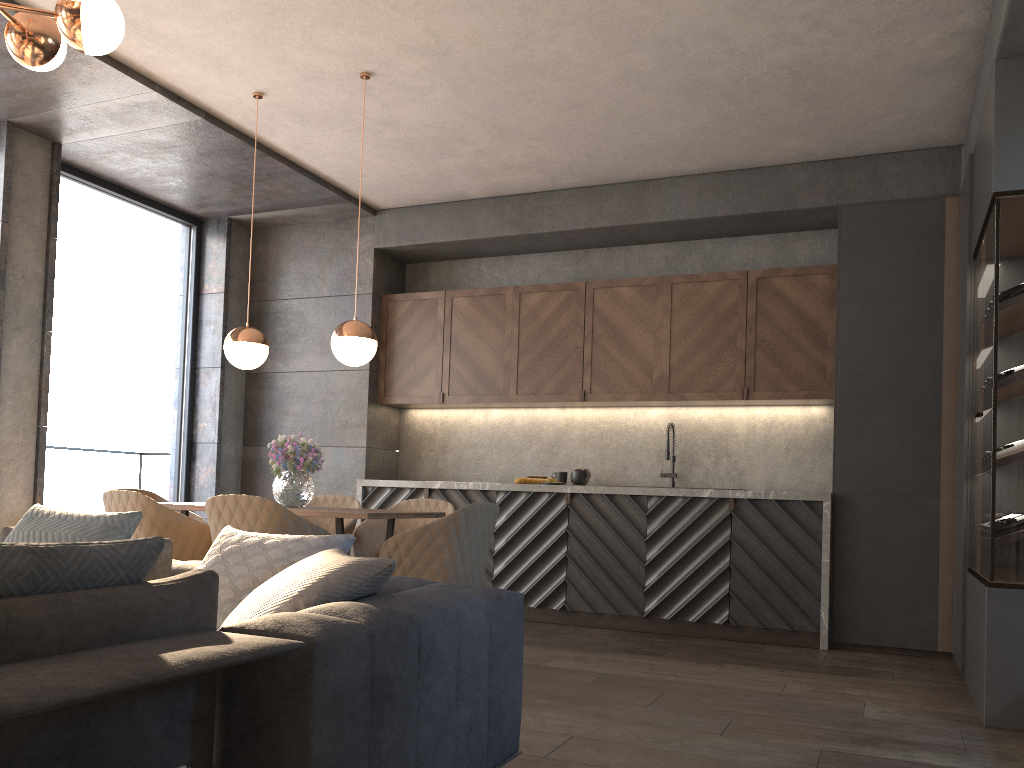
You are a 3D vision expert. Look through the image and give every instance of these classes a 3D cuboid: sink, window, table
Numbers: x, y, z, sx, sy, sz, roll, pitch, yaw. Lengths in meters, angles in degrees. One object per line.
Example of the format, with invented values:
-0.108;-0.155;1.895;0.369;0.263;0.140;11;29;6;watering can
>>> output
1.135;0.528;6.087;0.962;0.544;0.463;-1;-5;23;sink
-4.003;-0.293;3.755;0.199;2.983;7.315;1;-6;23;window
-1.192;1.035;4.659;1.466;0.766;0.774;-1;-5;23;table

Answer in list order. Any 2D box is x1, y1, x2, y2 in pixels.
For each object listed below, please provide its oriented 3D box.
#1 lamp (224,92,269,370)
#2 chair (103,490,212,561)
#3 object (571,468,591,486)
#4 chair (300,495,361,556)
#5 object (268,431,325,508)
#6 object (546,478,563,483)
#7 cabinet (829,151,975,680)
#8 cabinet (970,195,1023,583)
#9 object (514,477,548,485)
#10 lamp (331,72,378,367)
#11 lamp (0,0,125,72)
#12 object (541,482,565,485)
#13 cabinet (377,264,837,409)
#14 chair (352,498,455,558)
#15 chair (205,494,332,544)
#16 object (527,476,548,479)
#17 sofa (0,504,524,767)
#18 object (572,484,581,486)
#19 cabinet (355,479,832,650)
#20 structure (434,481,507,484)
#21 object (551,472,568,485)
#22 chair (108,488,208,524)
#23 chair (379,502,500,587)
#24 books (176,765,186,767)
-1.441;-0.846;4.891;0.239;1.538;0.240;1;-2;29;lamp
-1.673;0.933;4.248;0.555;0.833;0.513;0;-4;33;chair
0.494;0.675;6.409;0.136;0.137;0.153;2;-5;-4;object
-1.202;1.082;5.302;0.555;0.833;0.513;1;-4;18;chair
-1.150;0.452;4.702;0.298;0.407;0.330;2;-4;-6;object
0.294;0.698;6.314;0.120;0.045;0.117;-2;-7;28;object
2.496;0.226;5.142;1.186;2.744;1.209;1;-3;23;cabinet
2.325;0.076;4.018;0.337;1.578;1.004;1;-4;23;cabinet
0.155;0.708;6.403;0.302;0.054;0.071;5;-6;-25;object
-0.798;-0.859;4.615;0.239;1.538;0.240;2;-2;-1;lamp
-1.736;-1.392;2.642;1.463;1.034;1.021;2;-5;0;lamp
0.293;0.715;6.314;0.171;0.020;0.170;8;-9;-41;object
0.580;-0.282;6.450;3.392;0.862;0.371;-1;-4;23;cabinet
-0.614;1.067;5.025;0.555;0.833;0.513;0;-4;23;chair
-1.110;0.922;4.009;0.555;0.833;0.513;1;-4;18;chair
0.188;0.715;6.549;0.157;0.068;0.117;1;-6;8;object
-1.408;0.666;1.857;2.023;0.780;2.931;-1;-7;23;sofa
0.258;0.721;6.373;0.489;0.040;0.286;0;-7;18;object
0.482;1.204;6.292;3.391;0.946;0.604;-1;-4;23;cabinet
-0.260;0.753;6.650;0.610;0.017;0.508;-1;-8;23;structure
0.353;0.695;6.472;0.112;0.103;0.090;5;-5;-34;object
-2.033;1.018;5.024;0.510;0.833;0.558;0;-4;28;chair
-0.358;0.981;4.273;0.510;0.833;0.558;0;-4;28;chair
-0.690;0.831;1.325;0.062;0.353;0.571;1;-6;23;books
